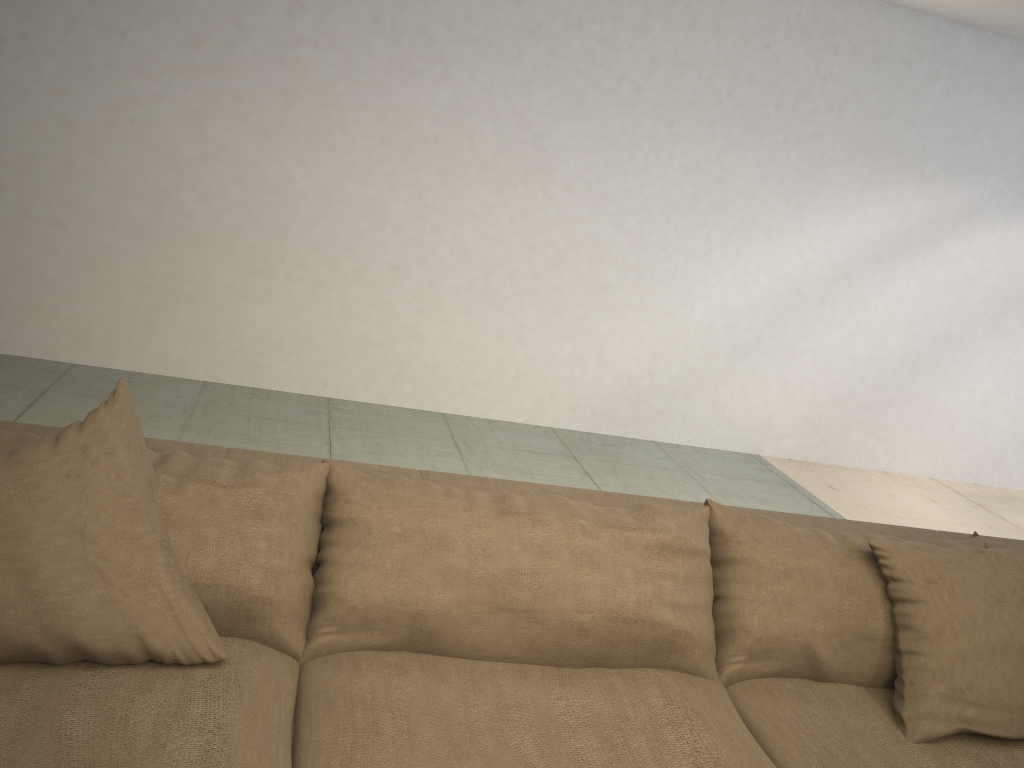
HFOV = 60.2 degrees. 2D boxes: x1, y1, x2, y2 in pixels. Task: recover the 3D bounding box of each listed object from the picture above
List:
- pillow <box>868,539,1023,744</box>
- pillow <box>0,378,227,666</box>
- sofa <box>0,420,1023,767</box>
[{"bbox_3d":[0.953,0.513,1.787,0.492,0.335,0.317,7,12,-20],"label":"pillow"},{"bbox_3d":[-0.711,0.213,1.388,0.530,0.399,0.284,6,12,-25],"label":"pillow"},{"bbox_3d":[0.624,1.026,0.241,3.169,0.667,3.831,8,13,-14],"label":"sofa"}]
